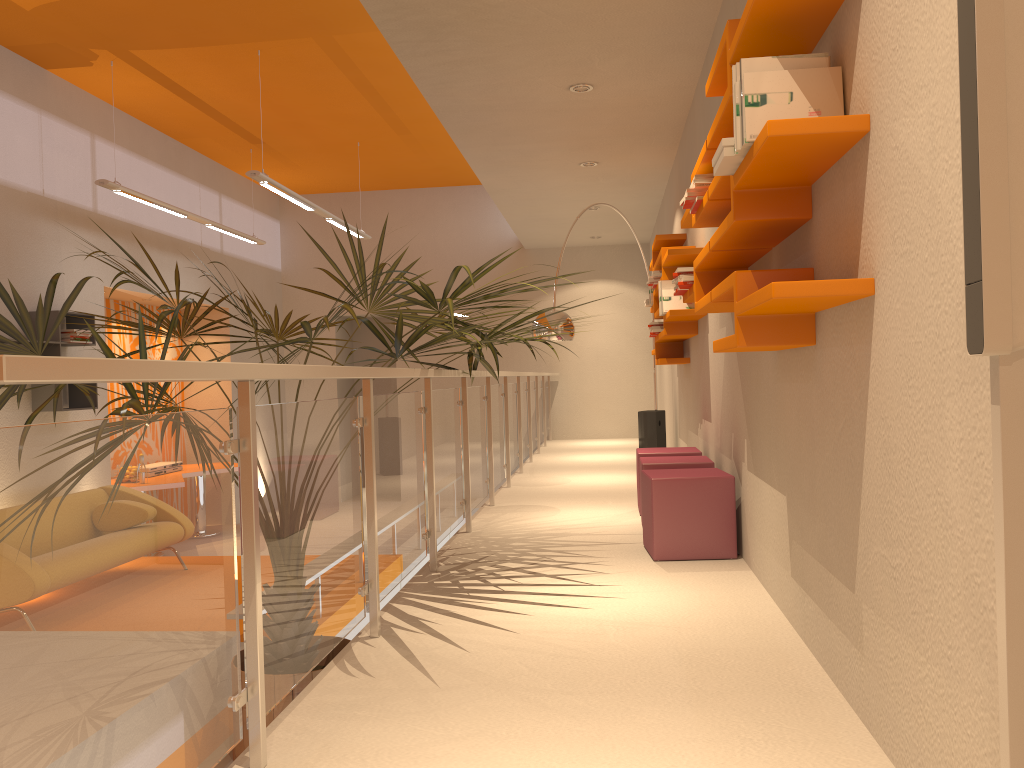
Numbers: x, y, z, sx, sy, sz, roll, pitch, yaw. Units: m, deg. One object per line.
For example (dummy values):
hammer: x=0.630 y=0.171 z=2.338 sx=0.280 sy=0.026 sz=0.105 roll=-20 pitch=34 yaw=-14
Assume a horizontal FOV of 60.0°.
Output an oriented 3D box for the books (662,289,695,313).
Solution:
books: x=1.052 y=-0.518 z=5.500 sx=0.230 sy=0.150 sz=0.091 roll=-2 pitch=0 yaw=6

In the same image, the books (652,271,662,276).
books: x=1.155 y=-0.819 z=6.550 sx=0.230 sy=0.017 sz=0.227 roll=-2 pitch=0 yaw=6

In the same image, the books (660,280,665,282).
books: x=1.074 y=-0.559 z=5.732 sx=0.230 sy=0.227 sz=0.017 roll=-2 pitch=0 yaw=6

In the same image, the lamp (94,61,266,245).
lamp: x=-3.048 y=-2.083 z=8.513 sx=0.120 sy=1.052 sz=3.195 roll=-2 pitch=0 yaw=6

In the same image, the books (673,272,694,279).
books: x=0.882 y=-0.507 z=4.132 sx=0.254 sy=0.015 sz=0.190 roll=-2 pitch=0 yaw=13

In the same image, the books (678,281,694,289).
books: x=0.853 y=-0.433 z=3.846 sx=0.254 sy=0.015 sz=0.190 roll=-2 pitch=0 yaw=13

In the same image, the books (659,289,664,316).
books: x=1.065 y=-0.529 z=5.711 sx=0.230 sy=0.169 sz=0.027 roll=-2 pitch=0 yaw=6

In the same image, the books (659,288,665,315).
books: x=1.055 y=-0.529 z=5.626 sx=0.230 sy=0.169 sz=0.027 roll=-2 pitch=0 yaw=6

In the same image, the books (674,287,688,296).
books: x=0.870 y=-0.434 z=4.133 sx=0.210 sy=0.013 sz=0.297 roll=-2 pitch=0 yaw=6

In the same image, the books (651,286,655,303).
books: x=1.208 y=-0.722 z=6.977 sx=0.230 sy=0.169 sz=0.023 roll=-2 pitch=0 yaw=6

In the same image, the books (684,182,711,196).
books: x=0.799 y=-0.748 z=3.423 sx=0.227 sy=0.017 sz=0.230 roll=-2 pitch=0 yaw=1

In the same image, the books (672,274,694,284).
books: x=0.878 y=-0.491 z=4.134 sx=0.230 sy=0.017 sz=0.227 roll=-2 pitch=0 yaw=1

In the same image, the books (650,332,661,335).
books: x=1.149 y=-0.373 z=6.517 sx=0.254 sy=0.015 sz=0.190 roll=-2 pitch=0 yaw=13

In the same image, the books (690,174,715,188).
books: x=0.812 y=-0.780 z=3.422 sx=0.230 sy=0.017 sz=0.226 roll=-2 pitch=0 yaw=6

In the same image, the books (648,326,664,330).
books: x=1.174 y=-0.431 z=6.805 sx=0.230 sy=0.017 sz=0.227 roll=-2 pitch=0 yaw=1

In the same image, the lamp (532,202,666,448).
lamp: x=0.730 y=-0.343 z=7.178 sx=0.315 sy=2.259 sz=2.077 roll=-2 pitch=0 yaw=29

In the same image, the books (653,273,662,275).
books: x=1.143 y=-0.802 z=6.556 sx=0.190 sy=0.015 sz=0.254 roll=-2 pitch=0 yaw=13

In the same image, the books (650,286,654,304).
books: x=1.197 y=-0.716 z=6.993 sx=0.207 sy=0.156 sz=0.009 roll=-2 pitch=0 yaw=6

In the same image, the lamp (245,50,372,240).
lamp: x=-1.827 y=-2.120 z=8.379 sx=0.120 sy=1.052 sz=3.195 roll=-2 pitch=0 yaw=6

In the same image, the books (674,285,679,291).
books: x=0.870 y=-0.460 z=4.147 sx=0.190 sy=0.015 sz=0.254 roll=-2 pitch=0 yaw=2

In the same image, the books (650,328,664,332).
books: x=1.162 y=-0.414 z=6.810 sx=0.190 sy=0.015 sz=0.254 roll=-2 pitch=0 yaw=8

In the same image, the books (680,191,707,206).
books: x=0.788 y=-0.716 z=3.414 sx=0.254 sy=0.015 sz=0.190 roll=-2 pitch=0 yaw=2

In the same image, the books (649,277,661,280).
books: x=1.137 y=-0.770 z=6.540 sx=0.254 sy=0.015 sz=0.190 roll=-2 pitch=0 yaw=8

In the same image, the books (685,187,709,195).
books: x=0.795 y=-0.731 z=3.411 sx=0.254 sy=0.015 sz=0.190 roll=-2 pitch=0 yaw=8

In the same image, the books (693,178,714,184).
books: x=0.801 y=-0.764 z=3.428 sx=0.190 sy=0.015 sz=0.254 roll=-2 pitch=0 yaw=13

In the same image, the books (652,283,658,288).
books: x=1.147 y=-0.730 z=6.537 sx=0.210 sy=0.013 sz=0.297 roll=-2 pitch=0 yaw=6

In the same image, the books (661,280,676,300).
books: x=1.045 y=-0.548 z=5.574 sx=0.207 sy=0.210 sz=0.021 roll=-2 pitch=0 yaw=6

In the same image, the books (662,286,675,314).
books: x=1.056 y=-0.528 z=5.543 sx=0.230 sy=0.169 sz=0.023 roll=-2 pitch=0 yaw=6

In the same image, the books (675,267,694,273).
books: x=0.876 y=-0.523 z=4.120 sx=0.226 sy=0.017 sz=0.230 roll=-2 pitch=0 yaw=6

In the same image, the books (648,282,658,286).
books: x=1.141 y=-0.742 z=6.544 sx=0.268 sy=0.011 sz=0.190 roll=-2 pitch=0 yaw=8

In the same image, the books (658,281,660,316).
books: x=1.070 y=-0.559 z=5.751 sx=0.230 sy=0.227 sz=0.017 roll=-2 pitch=0 yaw=6

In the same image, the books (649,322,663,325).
books: x=1.171 y=-0.463 z=6.791 sx=0.226 sy=0.017 sz=0.230 roll=-2 pitch=0 yaw=6

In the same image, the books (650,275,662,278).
books: x=1.142 y=-0.786 z=6.552 sx=0.227 sy=0.017 sz=0.230 roll=-2 pitch=0 yaw=1

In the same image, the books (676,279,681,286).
books: x=0.866 y=-0.474 z=4.139 sx=0.190 sy=0.015 sz=0.254 roll=-2 pitch=0 yaw=8

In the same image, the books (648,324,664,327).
books: x=1.178 y=-0.447 z=6.803 sx=0.254 sy=0.015 sz=0.190 roll=-2 pitch=0 yaw=13

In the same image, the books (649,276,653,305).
books: x=1.217 y=-0.752 z=7.081 sx=0.230 sy=0.227 sz=0.017 roll=-2 pitch=0 yaw=6

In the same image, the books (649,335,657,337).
books: x=1.166 y=-0.374 z=6.804 sx=0.210 sy=0.013 sz=0.297 roll=-2 pitch=0 yaw=6

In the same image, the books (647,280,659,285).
books: x=1.131 y=-0.755 z=6.543 sx=0.254 sy=0.015 sz=0.190 roll=-2 pitch=0 yaw=2

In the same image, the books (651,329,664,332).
books: x=1.142 y=-0.389 z=6.505 sx=0.226 sy=0.017 sz=0.230 roll=-2 pitch=0 yaw=6

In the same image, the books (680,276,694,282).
books: x=0.847 y=-0.449 z=3.834 sx=0.226 sy=0.017 sz=0.230 roll=-2 pitch=0 yaw=6
